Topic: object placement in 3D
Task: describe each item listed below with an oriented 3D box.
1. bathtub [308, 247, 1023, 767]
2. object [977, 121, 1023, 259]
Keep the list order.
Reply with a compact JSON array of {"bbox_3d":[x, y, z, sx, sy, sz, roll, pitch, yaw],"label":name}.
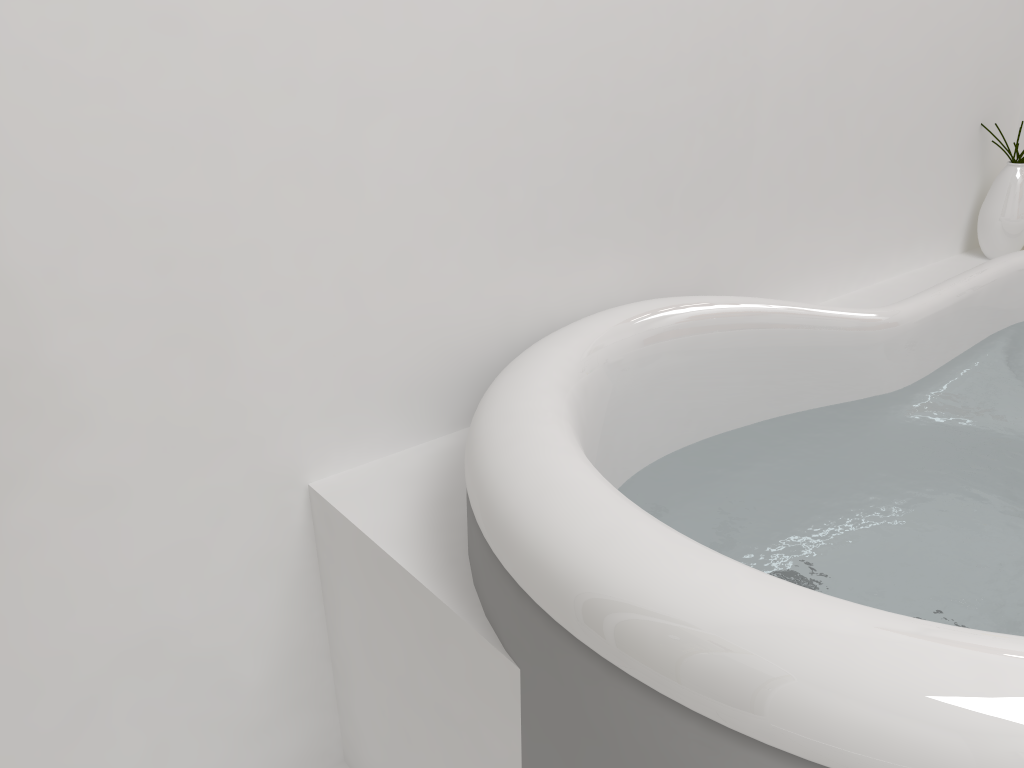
[{"bbox_3d":[0.780,0.203,1.370,1.863,0.674,1.055,-18,29,-34],"label":"bathtub"},{"bbox_3d":[1.132,-0.431,1.977,0.215,0.326,0.154,-4,24,-6],"label":"object"}]
